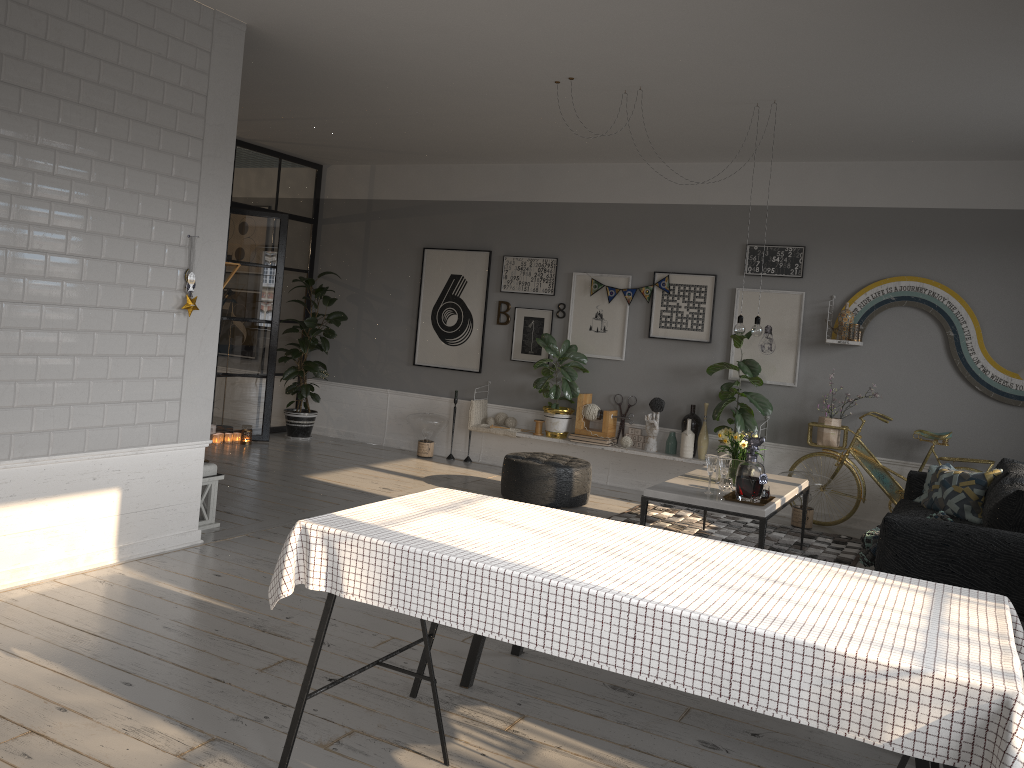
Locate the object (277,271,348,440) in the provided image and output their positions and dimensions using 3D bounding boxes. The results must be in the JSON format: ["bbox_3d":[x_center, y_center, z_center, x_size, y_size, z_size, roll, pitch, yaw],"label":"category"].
[{"bbox_3d":[-2.823,-0.272,7.941,1.014,1.792,3.893,6,3,27],"label":"object"}]

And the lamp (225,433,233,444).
[{"bbox_3d":[-2.770,0.533,8.651,0.080,0.098,0.081,4,2,-22],"label":"lamp"}]

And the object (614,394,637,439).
[{"bbox_3d":[1.028,0.330,8.144,0.222,0.463,0.019,5,0,28],"label":"object"}]

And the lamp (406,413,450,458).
[{"bbox_3d":[-0.855,0.514,8.871,0.431,0.437,0.434,3,3,-41],"label":"lamp"}]

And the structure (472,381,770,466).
[{"bbox_3d":[0.892,0.364,8.082,2.783,0.486,0.307,7,2,28],"label":"structure"}]

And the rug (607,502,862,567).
[{"bbox_3d":[1.352,1.117,5.991,1.775,0.034,2.524,7,4,28],"label":"rug"}]

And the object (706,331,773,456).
[{"bbox_3d":[1.922,0.108,7.486,0.415,1.149,0.568,5,1,-23],"label":"object"}]

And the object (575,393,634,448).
[{"bbox_3d":[0.865,0.335,8.065,0.547,0.440,0.238,6,1,28],"label":"object"}]

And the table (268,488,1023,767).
[{"bbox_3d":[0.334,0.886,2.530,2.031,0.783,0.930,7,3,27],"label":"table"}]

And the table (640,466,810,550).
[{"bbox_3d":[1.407,0.900,5.717,0.734,0.510,1.455,6,4,27],"label":"table"}]

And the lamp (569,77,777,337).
[{"bbox_3d":[0.985,-1.124,5.668,1.395,1.536,0.074,5,0,-3],"label":"lamp"}]

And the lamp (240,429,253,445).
[{"bbox_3d":[-2.610,0.522,8.699,0.107,0.140,0.108,5,2,-9],"label":"lamp"}]

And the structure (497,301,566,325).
[{"bbox_3d":[0.188,-0.684,8.663,0.741,0.263,0.024,7,1,28],"label":"structure"}]

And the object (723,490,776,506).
[{"bbox_3d":[1.390,0.669,5.183,0.247,0.015,0.318,7,4,27],"label":"object"}]

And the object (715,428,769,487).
[{"bbox_3d":[1.464,0.473,5.700,0.326,0.351,0.351,6,2,30],"label":"object"}]

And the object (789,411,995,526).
[{"bbox_3d":[2.991,0.725,6.909,1.629,0.969,0.426,6,1,19],"label":"object"}]

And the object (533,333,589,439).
[{"bbox_3d":[0.441,0.019,8.232,0.511,0.963,0.545,5,1,13],"label":"object"}]

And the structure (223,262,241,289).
[{"bbox_3d":[-1.856,-0.901,5.294,0.496,0.775,0.185,6,1,28],"label":"structure"}]

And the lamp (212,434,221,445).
[{"bbox_3d":[-2.845,0.535,8.520,0.080,0.098,0.081,4,2,-22],"label":"lamp"}]

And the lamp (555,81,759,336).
[{"bbox_3d":[0.903,-1.139,5.780,1.395,1.536,0.074,5,0,-3],"label":"lamp"}]

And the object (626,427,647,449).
[{"bbox_3d":[1.157,0.493,8.029,0.265,0.173,0.078,7,2,33],"label":"object"}]

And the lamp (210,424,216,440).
[{"bbox_3d":[-2.943,0.484,8.653,0.092,0.166,0.089,5,1,-6],"label":"lamp"}]

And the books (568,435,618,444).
[{"bbox_3d":[0.743,0.502,8.116,0.385,0.029,0.260,7,4,28],"label":"books"}]

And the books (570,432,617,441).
[{"bbox_3d":[0.747,0.479,8.126,0.380,0.017,0.229,7,4,25],"label":"books"}]

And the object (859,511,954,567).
[{"bbox_3d":[2.267,0.910,5.050,0.491,0.329,0.666,6,3,23],"label":"object"}]

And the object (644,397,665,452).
[{"bbox_3d":[1.265,0.359,7.873,0.155,0.483,0.136,5,0,27],"label":"object"}]

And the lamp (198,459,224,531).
[{"bbox_3d":[-1.982,0.635,5.425,0.287,0.477,0.286,6,1,26],"label":"lamp"}]

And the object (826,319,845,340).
[{"bbox_3d":[2.606,-0.439,7.149,0.060,0.165,0.198,5,2,-29],"label":"object"}]

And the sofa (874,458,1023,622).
[{"bbox_3d":[2.807,0.905,5.450,0.973,0.797,2.339,6,4,27],"label":"sofa"}]

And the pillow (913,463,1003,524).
[{"bbox_3d":[3.063,0.708,6.025,0.444,0.361,0.799,5,3,10],"label":"pillow"}]

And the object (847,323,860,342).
[{"bbox_3d":[2.741,-0.412,7.093,0.086,0.139,0.086,5,1,20],"label":"object"}]

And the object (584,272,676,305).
[{"bbox_3d":[1.062,-0.890,8.184,0.916,0.339,0.057,7,1,27],"label":"object"}]

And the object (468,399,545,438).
[{"bbox_3d":[-0.019,0.346,8.530,0.787,0.306,0.328,7,3,28],"label":"object"}]

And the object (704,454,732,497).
[{"bbox_3d":[1.219,0.545,5.264,0.168,0.227,0.082,6,1,39],"label":"object"}]

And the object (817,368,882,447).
[{"bbox_3d":[2.668,0.205,7.076,0.253,0.641,0.490,4,1,-45],"label":"object"}]

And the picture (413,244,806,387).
[{"bbox_3d":[-1.697,-0.866,7.380,7.313,1.793,4.036,7,4,28],"label":"picture"}]

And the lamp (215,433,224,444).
[{"bbox_3d":[-2.847,0.529,8.609,0.080,0.098,0.081,4,2,-22],"label":"lamp"}]

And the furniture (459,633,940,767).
[{"bbox_3d":[0.658,1.030,3.241,1.674,0.455,0.465,7,3,28],"label":"furniture"}]

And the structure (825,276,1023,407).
[{"bbox_3d":[3.474,-0.349,6.779,2.028,0.955,0.266,7,1,28],"label":"structure"}]

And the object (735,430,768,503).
[{"bbox_3d":[1.388,0.472,5.121,0.148,0.417,0.156,5,1,-43],"label":"object"}]

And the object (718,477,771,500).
[{"bbox_3d":[1.394,0.630,5.315,0.279,0.087,0.246,5,4,5],"label":"object"}]

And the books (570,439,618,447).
[{"bbox_3d":[0.753,0.527,8.114,0.369,0.021,0.296,7,4,22],"label":"books"}]

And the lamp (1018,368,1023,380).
[{"bbox_3d":[2.628,0.549,3.654,1.249,1.701,0.679,6,1,26],"label":"lamp"}]

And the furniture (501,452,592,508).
[{"bbox_3d":[0.280,0.771,7.227,0.736,0.356,0.735,6,3,15],"label":"furniture"}]

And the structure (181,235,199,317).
[{"bbox_3d":[-1.753,-0.589,4.828,0.078,0.447,0.134,5,0,15],"label":"structure"}]

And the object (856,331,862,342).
[{"bbox_3d":[2.796,-0.383,7.151,0.062,0.081,0.062,5,2,3],"label":"object"}]

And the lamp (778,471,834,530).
[{"bbox_3d":[2.315,0.922,7.022,0.431,0.437,0.434,4,2,-32],"label":"lamp"}]

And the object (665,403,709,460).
[{"bbox_3d":[1.536,0.390,7.713,0.285,0.488,0.332,5,1,-12],"label":"object"}]

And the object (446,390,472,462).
[{"bbox_3d":[-0.498,0.414,8.849,0.280,0.700,0.091,5,0,20],"label":"object"}]

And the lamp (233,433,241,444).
[{"bbox_3d":[-2.711,0.533,8.719,0.080,0.098,0.081,4,2,-22],"label":"lamp"}]

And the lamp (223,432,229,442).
[{"bbox_3d":[-2.820,0.526,8.738,0.063,0.091,0.063,5,1,9],"label":"lamp"}]
